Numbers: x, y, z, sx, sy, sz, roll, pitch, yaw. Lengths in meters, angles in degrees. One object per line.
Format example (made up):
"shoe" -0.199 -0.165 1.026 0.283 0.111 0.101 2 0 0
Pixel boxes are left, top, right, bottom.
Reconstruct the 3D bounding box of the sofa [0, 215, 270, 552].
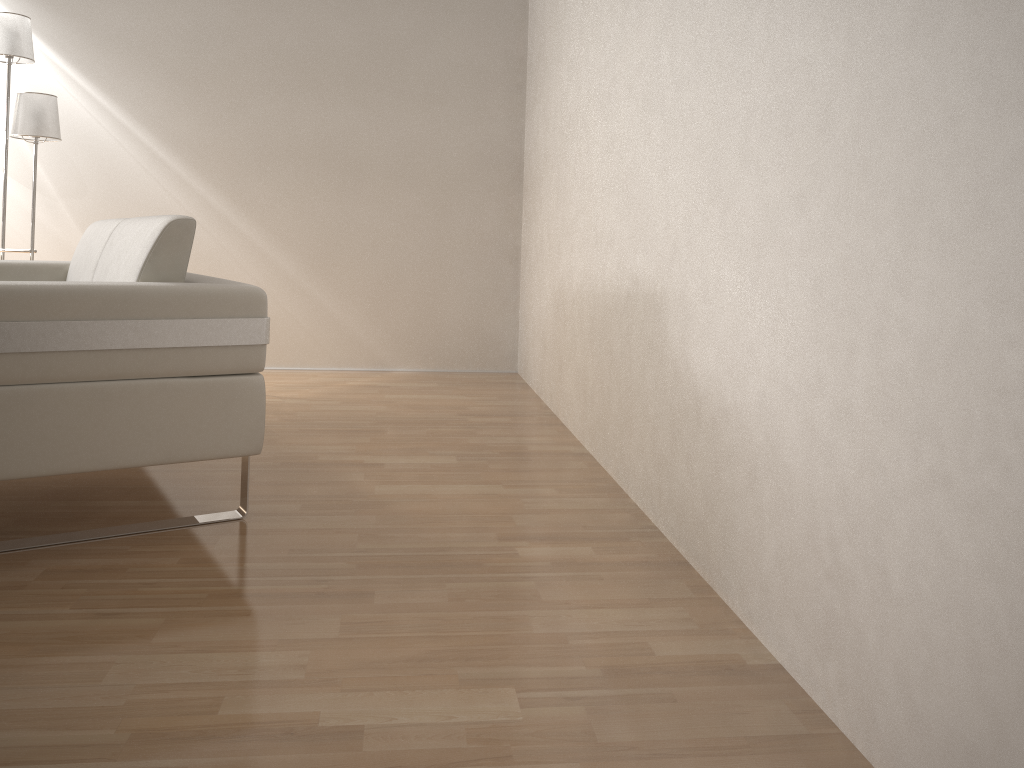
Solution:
"sofa" -1.417 -0.127 2.542 0.906 0.735 1.800 -1 8 -32

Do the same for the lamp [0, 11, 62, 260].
"lamp" -2.229 -0.835 3.960 0.365 1.666 0.208 2 0 13
